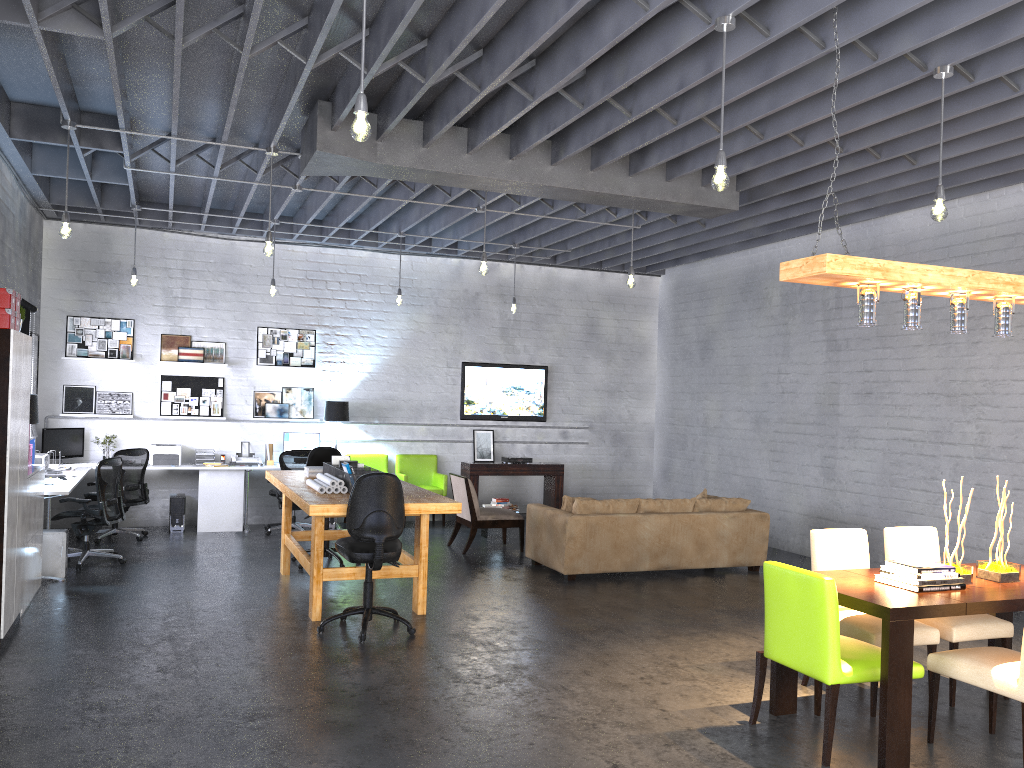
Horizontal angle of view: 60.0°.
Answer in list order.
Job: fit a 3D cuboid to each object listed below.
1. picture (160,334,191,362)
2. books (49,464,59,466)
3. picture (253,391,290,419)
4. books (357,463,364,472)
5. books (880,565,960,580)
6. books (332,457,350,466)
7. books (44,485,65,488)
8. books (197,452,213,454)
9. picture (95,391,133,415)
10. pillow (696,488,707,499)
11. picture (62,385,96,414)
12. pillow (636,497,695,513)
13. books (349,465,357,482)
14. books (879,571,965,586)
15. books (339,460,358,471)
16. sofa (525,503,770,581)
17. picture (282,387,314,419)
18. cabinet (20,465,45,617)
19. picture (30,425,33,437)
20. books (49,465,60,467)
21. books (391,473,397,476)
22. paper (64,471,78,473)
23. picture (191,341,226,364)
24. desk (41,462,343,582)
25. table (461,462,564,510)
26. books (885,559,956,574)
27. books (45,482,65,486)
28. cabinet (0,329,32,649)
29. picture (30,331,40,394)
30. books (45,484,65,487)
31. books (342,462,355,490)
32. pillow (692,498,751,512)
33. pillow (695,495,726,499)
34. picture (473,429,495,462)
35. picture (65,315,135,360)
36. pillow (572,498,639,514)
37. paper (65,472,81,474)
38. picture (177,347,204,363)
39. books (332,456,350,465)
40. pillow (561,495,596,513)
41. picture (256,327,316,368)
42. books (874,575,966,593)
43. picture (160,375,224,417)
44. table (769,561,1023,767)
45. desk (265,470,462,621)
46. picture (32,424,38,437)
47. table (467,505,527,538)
[{"bbox_3d":[-4.180,-0.442,11.024,0.355,0.343,0.042,2,0,-22],"label":"picture"},{"bbox_3d":[-5.052,0.871,9.551,0.297,0.006,0.210,2,-1,-21],"label":"books"},{"bbox_3d":[-3.104,0.268,11.443,0.452,0.345,0.054,2,0,-22],"label":"picture"},{"bbox_3d":[-1.350,0.774,7.617,0.143,0.188,0.061,2,0,-22],"label":"books"},{"bbox_3d":[2.167,0.998,4.714,0.282,0.026,0.266,2,-1,-19],"label":"books"},{"bbox_3d":[-1.554,0.770,8.083,0.158,0.200,0.082,2,0,-22],"label":"books"},{"bbox_3d":[-4.167,0.920,7.978,0.213,0.012,0.158,2,-1,4],"label":"books"},{"bbox_3d":[-3.817,0.857,11.016,0.134,0.008,0.203,3,-1,-38],"label":"books"},{"bbox_3d":[-4.833,0.234,10.771,0.410,0.277,0.036,2,0,-22],"label":"picture"},{"bbox_3d":[1.993,1.349,9.580,0.243,0.423,0.550,2,-1,19],"label":"pillow"},{"bbox_3d":[-5.191,0.187,10.633,0.355,0.343,0.042,2,0,-22],"label":"picture"},{"bbox_3d":[1.518,1.347,9.051,0.667,0.402,0.291,2,-1,-22],"label":"pillow"},{"bbox_3d":[-1.260,0.755,7.069,0.097,0.209,0.157,2,0,-22],"label":"books"},{"bbox_3d":[2.170,1.024,4.703,0.315,0.026,0.270,2,-1,-21],"label":"books"},{"bbox_3d":[-1.402,0.758,7.564,0.158,0.214,0.063,2,0,-22],"label":"books"},{"bbox_3d":[1.396,1.601,9.267,2.330,0.628,1.104,2,-1,-21],"label":"sofa"},{"bbox_3d":[-2.793,0.249,11.574,0.410,0.408,0.047,2,0,-22],"label":"picture"},{"bbox_3d":[-3.996,1.186,6.933,0.465,1.021,1.151,2,-1,-21],"label":"cabinet"},{"bbox_3d":[-5.364,0.504,9.880,0.036,0.221,0.289,2,-1,-21],"label":"picture"},{"bbox_3d":[-5.050,0.882,9.547,0.297,0.006,0.210,2,-1,-19],"label":"books"},{"bbox_3d":[-1.177,0.850,8.049,0.244,0.067,0.298,2,-1,-12],"label":"books"},{"bbox_3d":[-4.689,0.937,9.431,0.159,0.001,0.115,3,-1,-38],"label":"paper"},{"bbox_3d":[-3.823,-0.394,11.162,0.410,0.277,0.036,2,0,-22],"label":"picture"},{"bbox_3d":[-3.383,1.376,9.607,3.575,0.785,3.298,2,-1,-21],"label":"desk"},{"bbox_3d":[0.000,1.523,12.497,1.410,0.820,0.403,2,0,-21],"label":"table"},{"bbox_3d":[2.167,0.970,4.714,0.251,0.030,0.236,2,-1,-20],"label":"books"},{"bbox_3d":[-4.168,0.898,7.984,0.212,0.010,0.170,2,-1,5],"label":"books"},{"bbox_3d":[-3.508,0.671,6.006,0.291,2.047,0.873,2,0,-21],"label":"cabinet"},{"bbox_3d":[-5.413,-0.109,10.034,0.020,0.935,0.658,2,0,-21],"label":"picture"},{"bbox_3d":[-4.170,0.908,7.979,0.209,0.012,0.158,2,-1,2],"label":"books"},{"bbox_3d":[-1.296,0.741,7.071,0.108,0.234,0.166,2,0,-21],"label":"books"},{"bbox_3d":[2.127,1.371,9.283,0.663,0.386,0.308,2,-1,-19],"label":"pillow"},{"bbox_3d":[2.180,1.400,9.693,0.238,0.375,0.749,2,-1,-22],"label":"pillow"},{"bbox_3d":[-0.397,0.872,12.494,0.308,0.457,0.092,2,0,-21],"label":"picture"},{"bbox_3d":[-4.970,-0.554,10.703,0.749,0.503,0.058,2,0,-22],"label":"picture"},{"bbox_3d":[0.890,1.322,8.804,0.704,0.402,0.291,2,-1,-21],"label":"pillow"},{"bbox_3d":[-4.618,0.937,9.325,0.159,0.001,0.115,3,-1,-33],"label":"paper"},{"bbox_3d":[-4.009,-0.362,11.072,0.311,0.196,0.029,2,0,-22],"label":"picture"},{"bbox_3d":[-1.563,0.764,8.113,0.171,0.210,0.046,2,0,-21],"label":"books"},{"bbox_3d":[0.683,1.317,8.950,0.523,0.403,0.319,2,-1,-2],"label":"pillow"},{"bbox_3d":[-2.925,-0.472,11.509,0.749,0.503,0.058,2,0,-22],"label":"picture"},{"bbox_3d":[2.165,1.055,4.714,0.324,0.035,0.305,2,-1,-21],"label":"books"},{"bbox_3d":[-3.998,0.154,11.093,0.749,0.503,0.058,2,0,-22],"label":"picture"},{"bbox_3d":[2.437,1.474,4.872,1.800,0.780,0.854,2,-1,-21],"label":"table"},{"bbox_3d":[-1.422,1.331,7.683,1.115,0.926,2.832,2,-1,-21],"label":"desk"},{"bbox_3d":[-5.492,0.506,10.203,0.036,0.221,0.289,2,-1,-21],"label":"picture"},{"bbox_3d":[-0.040,1.761,11.414,0.873,0.300,0.873,2,-1,-18],"label":"table"}]
